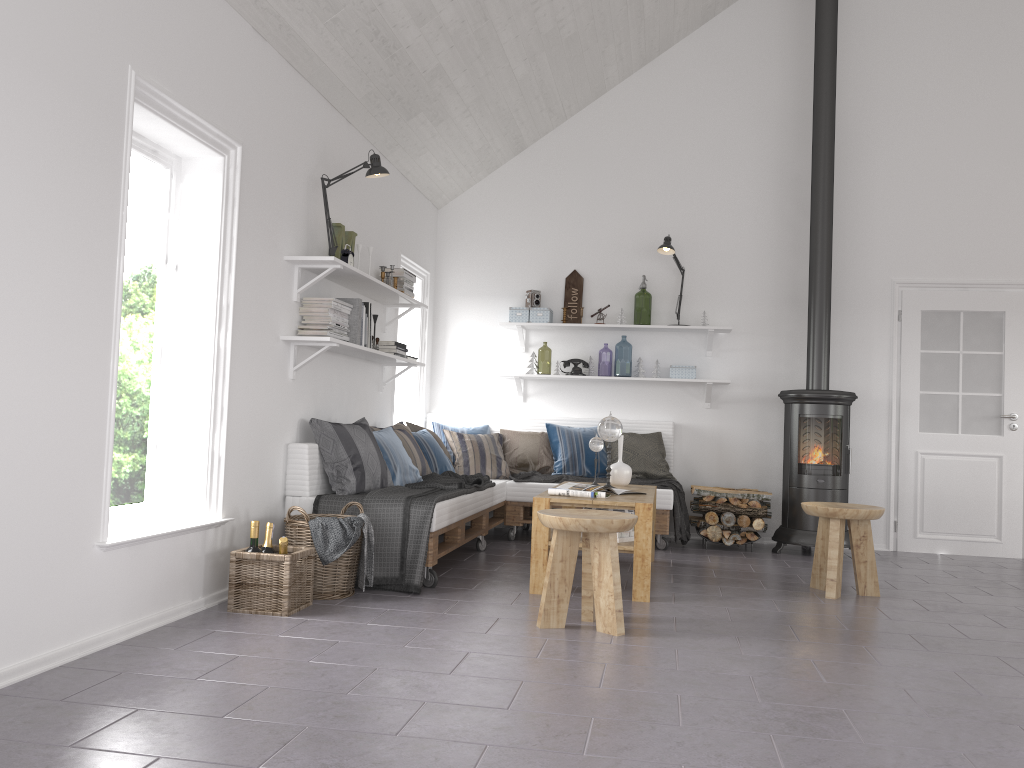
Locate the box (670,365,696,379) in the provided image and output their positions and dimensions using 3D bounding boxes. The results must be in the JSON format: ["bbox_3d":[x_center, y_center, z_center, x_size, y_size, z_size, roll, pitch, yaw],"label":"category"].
[{"bbox_3d":[1.343,-0.086,6.974,0.202,0.110,0.137,2,-3,10],"label":"box"}]

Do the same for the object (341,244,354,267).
[{"bbox_3d":[-0.930,-0.706,5.010,0.050,0.165,0.120,2,-3,10],"label":"object"}]

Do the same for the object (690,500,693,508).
[{"bbox_3d":[1.620,0.933,6.696,0.539,0.070,0.101,2,-3,11],"label":"object"}]

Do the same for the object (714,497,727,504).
[{"bbox_3d":[1.557,0.853,6.634,0.098,0.060,0.467,2,-3,13],"label":"object"}]

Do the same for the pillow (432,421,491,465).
[{"bbox_3d":[-0.374,0.522,7.065,0.534,0.437,0.287,3,-3,-18],"label":"pillow"}]

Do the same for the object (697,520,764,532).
[{"bbox_3d":[1.597,1.043,6.489,0.468,0.069,0.095,2,-3,10],"label":"object"}]

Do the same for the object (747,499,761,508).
[{"bbox_3d":[1.786,0.861,6.591,0.098,0.088,0.466,2,-3,11],"label":"object"}]

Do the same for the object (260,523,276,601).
[{"bbox_3d":[-1.108,0.804,3.964,0.094,0.361,0.127,2,-3,9],"label":"object"}]

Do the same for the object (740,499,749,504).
[{"bbox_3d":[1.715,0.857,6.594,0.044,0.034,0.425,2,-3,9],"label":"object"}]

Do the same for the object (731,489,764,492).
[{"bbox_3d":[1.639,0.814,6.683,0.541,0.070,0.101,2,-3,11],"label":"object"}]

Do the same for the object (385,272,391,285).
[{"bbox_3d":[-0.811,-0.660,5.776,0.055,0.153,0.055,3,-3,-23],"label":"object"}]

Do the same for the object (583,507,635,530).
[{"bbox_3d":[0.538,0.754,4.976,0.302,0.161,0.302,2,-3,6],"label":"object"}]

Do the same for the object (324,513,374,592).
[{"bbox_3d":[-0.857,0.806,4.258,0.349,0.356,0.290,2,-3,4],"label":"object"}]

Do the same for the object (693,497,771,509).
[{"bbox_3d":[1.652,0.893,6.673,0.562,0.057,0.097,2,-3,9],"label":"object"}]

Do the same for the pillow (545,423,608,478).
[{"bbox_3d":[0.537,0.511,6.828,0.526,0.428,0.311,3,-3,-12],"label":"pillow"}]

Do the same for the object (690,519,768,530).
[{"bbox_3d":[1.629,1.053,6.675,0.562,0.063,0.095,2,-3,10],"label":"object"}]

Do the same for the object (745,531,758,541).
[{"bbox_3d":[1.760,1.111,6.585,0.096,0.060,0.467,2,-3,10],"label":"object"}]

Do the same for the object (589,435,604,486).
[{"bbox_3d":[0.526,0.475,5.557,0.109,0.329,0.109,3,-3,-22],"label":"object"}]

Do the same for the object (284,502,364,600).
[{"bbox_3d":[-0.901,0.792,4.260,0.393,0.432,0.393,2,-3,-3],"label":"object"}]

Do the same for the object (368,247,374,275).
[{"bbox_3d":[-0.889,-0.726,5.538,0.084,0.256,0.084,3,-3,-22],"label":"object"}]

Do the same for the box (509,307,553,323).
[{"bbox_3d":[0.158,-0.543,7.231,0.332,0.131,0.242,2,-3,10],"label":"box"}]

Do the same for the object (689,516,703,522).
[{"bbox_3d":[1.641,1.061,6.781,0.569,0.078,0.115,2,-3,10],"label":"object"}]

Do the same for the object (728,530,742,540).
[{"bbox_3d":[1.644,1.099,6.607,0.097,0.056,0.562,2,-3,9],"label":"object"}]

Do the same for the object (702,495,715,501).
[{"bbox_3d":[1.474,0.847,6.642,0.098,0.061,0.467,2,-3,11],"label":"object"}]

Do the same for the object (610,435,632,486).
[{"bbox_3d":[0.690,0.489,5.655,0.155,0.325,0.155,3,-3,-20],"label":"object"}]

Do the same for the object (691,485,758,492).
[{"bbox_3d":[1.613,0.804,6.583,0.562,0.074,0.095,2,-3,10],"label":"object"}]

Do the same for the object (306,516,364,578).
[{"bbox_3d":[-0.860,0.786,4.201,0.303,0.332,0.367,4,-3,-34],"label":"object"}]

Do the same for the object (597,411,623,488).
[{"bbox_3d":[0.590,0.399,5.372,0.155,0.468,0.155,3,-3,-12],"label":"object"}]

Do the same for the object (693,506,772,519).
[{"bbox_3d":[1.619,0.945,6.535,0.562,0.063,0.095,2,-3,10],"label":"object"}]

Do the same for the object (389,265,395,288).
[{"bbox_3d":[-0.759,-0.670,5.604,0.066,0.160,0.066,2,-3,-4],"label":"object"}]

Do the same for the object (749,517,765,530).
[{"bbox_3d":[1.808,0.998,6.599,0.118,0.142,0.520,2,-3,13],"label":"object"}]

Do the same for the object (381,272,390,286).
[{"bbox_3d":[-0.790,-0.642,5.422,0.088,0.085,0.088,1,-3,32],"label":"object"}]

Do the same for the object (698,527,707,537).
[{"bbox_3d":[1.432,1.094,6.695,0.052,0.056,0.561,2,-3,10],"label":"object"}]

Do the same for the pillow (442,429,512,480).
[{"bbox_3d":[-0.255,0.553,6.792,0.516,0.392,0.358,3,-3,-21],"label":"pillow"}]

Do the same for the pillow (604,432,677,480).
[{"bbox_3d":[0.960,0.548,6.769,0.519,0.395,0.334,3,-3,-12],"label":"pillow"}]

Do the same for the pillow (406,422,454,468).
[{"bbox_3d":[-0.600,0.505,6.593,0.334,0.438,0.545,2,-3,15],"label":"pillow"}]

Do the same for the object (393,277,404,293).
[{"bbox_3d":[-0.750,-0.635,5.699,0.124,0.100,0.124,1,-3,32],"label":"object"}]

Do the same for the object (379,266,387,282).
[{"bbox_3d":[-0.813,-0.670,5.574,0.055,0.153,0.055,3,-3,-13],"label":"object"}]

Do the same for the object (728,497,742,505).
[{"bbox_3d":[1.646,0.854,6.618,0.096,0.068,0.467,2,-3,9],"label":"object"}]

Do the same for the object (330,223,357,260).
[{"bbox_3d":[-1.002,-0.770,5.245,0.052,0.311,0.330,2,-3,10],"label":"object"}]

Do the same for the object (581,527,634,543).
[{"bbox_3d":[0.494,0.763,4.659,0.281,0.102,0.155,0,-4,43],"label":"object"}]

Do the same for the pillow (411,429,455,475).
[{"bbox_3d":[-0.602,0.515,6.174,0.341,0.408,0.523,1,-3,26],"label":"pillow"}]

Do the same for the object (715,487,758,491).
[{"bbox_3d":[1.645,0.819,6.768,0.467,0.063,0.095,2,-3,10],"label":"object"}]

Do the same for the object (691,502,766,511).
[{"bbox_3d":[1.599,0.909,6.570,0.538,0.082,0.099,2,-3,9],"label":"object"}]

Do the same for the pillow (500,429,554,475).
[{"bbox_3d":[0.135,0.551,6.905,0.521,0.381,0.366,2,-3,6],"label":"pillow"}]
